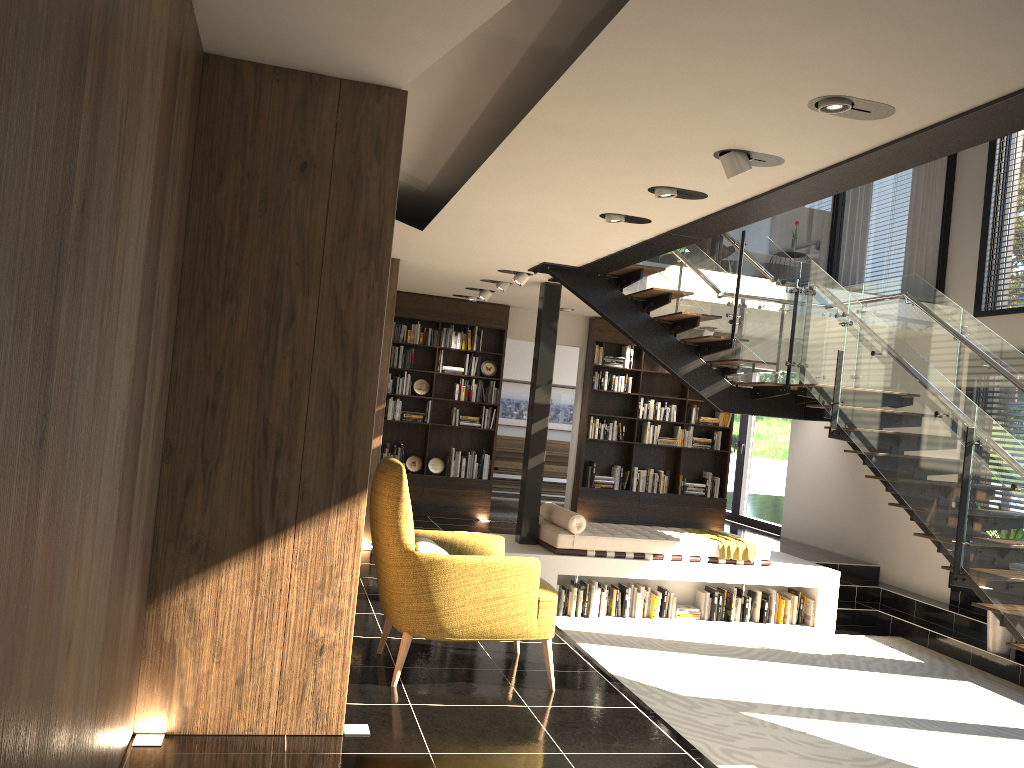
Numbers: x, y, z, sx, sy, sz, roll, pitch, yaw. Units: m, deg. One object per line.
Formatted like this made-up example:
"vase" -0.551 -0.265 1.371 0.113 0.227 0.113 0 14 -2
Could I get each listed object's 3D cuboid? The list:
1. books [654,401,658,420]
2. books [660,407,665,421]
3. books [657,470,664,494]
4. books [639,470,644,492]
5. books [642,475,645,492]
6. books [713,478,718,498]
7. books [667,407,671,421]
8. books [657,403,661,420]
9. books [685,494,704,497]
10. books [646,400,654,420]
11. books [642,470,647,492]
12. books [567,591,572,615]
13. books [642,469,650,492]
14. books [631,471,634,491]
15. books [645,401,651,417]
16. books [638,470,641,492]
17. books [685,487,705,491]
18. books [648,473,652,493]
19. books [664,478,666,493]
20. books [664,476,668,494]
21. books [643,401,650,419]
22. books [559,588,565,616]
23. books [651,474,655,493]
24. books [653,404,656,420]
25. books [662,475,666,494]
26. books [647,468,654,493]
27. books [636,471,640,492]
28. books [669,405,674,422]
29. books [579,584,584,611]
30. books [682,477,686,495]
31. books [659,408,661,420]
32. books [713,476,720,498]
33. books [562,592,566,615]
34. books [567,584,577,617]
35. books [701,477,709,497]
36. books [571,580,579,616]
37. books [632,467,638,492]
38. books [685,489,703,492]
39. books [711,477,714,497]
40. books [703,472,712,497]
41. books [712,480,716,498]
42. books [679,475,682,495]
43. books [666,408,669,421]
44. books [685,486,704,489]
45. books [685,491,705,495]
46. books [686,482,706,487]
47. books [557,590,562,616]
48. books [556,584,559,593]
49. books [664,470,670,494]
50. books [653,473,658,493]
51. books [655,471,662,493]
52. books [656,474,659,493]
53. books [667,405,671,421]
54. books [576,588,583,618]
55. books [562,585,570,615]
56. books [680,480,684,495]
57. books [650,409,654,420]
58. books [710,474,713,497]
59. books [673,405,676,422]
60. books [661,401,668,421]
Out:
"books" 1.870 0.349 11.646 0.030 0.244 0.142 6 -1 -14
"books" 1.948 0.394 11.679 0.047 0.171 0.167 6 -1 -14
"books" 1.937 1.285 11.663 0.025 0.294 0.177 6 -1 -14
"books" 1.664 1.265 11.580 0.030 0.276 0.160 6 -1 -14
"books" 1.685 1.298 11.597 0.025 0.214 0.170 6 -1 -14
"books" 2.684 1.385 11.852 0.023 0.254 0.191 6 -1 -14
"books" 2.041 0.396 11.698 0.024 0.187 0.148 6 -1 -14
"books" 1.900 0.358 11.642 0.028 0.231 0.167 6 -1 -14
"books" 2.391 1.469 11.795 0.273 0.025 0.156 6 -2 -17
"books" 1.799 0.334 11.623 0.028 0.258 0.208 6 -1 -14
"books" 1.712 1.268 11.615 0.031 0.280 0.141 6 -1 -14
"books" 0.524 2.071 8.424 0.020 0.225 0.156 6 -1 -14
"books" 1.744 1.263 11.622 0.032 0.298 0.169 6 -1 -14
"books" 1.543 1.259 11.581 0.026 0.263 0.156 6 -1 -14
"books" 1.771 0.341 11.622 0.027 0.239 0.153 6 -1 -14
"books" 1.631 1.263 11.598 0.025 0.274 0.150 6 -1 -14
"books" 2.401 1.388 11.786 0.263 0.024 0.167 6 -2 -19
"books" 1.775 1.287 11.605 0.025 0.255 0.202 6 -1 -14
"books" 1.983 1.327 11.682 0.026 0.221 0.145 6 -1 -14
"books" 2.008 1.327 11.688 0.026 0.227 0.129 6 -1 -14
"books" 1.746 0.344 11.607 0.027 0.228 0.208 6 -1 -14
"books" 0.451 2.055 8.380 0.027 0.241 0.150 6 -1 -14
"books" 1.827 1.297 11.625 0.023 0.246 0.149 6 -1 -14
"books" 1.840 0.365 11.653 0.021 0.206 0.147 6 -1 -14
"books" 1.964 1.310 11.656 0.028 0.250 0.162 6 -1 -14
"books" 1.800 1.265 11.631 0.032 0.305 0.155 6 -1 -14
"books" 1.609 1.266 11.573 0.030 0.262 0.173 6 -1 -14
"books" 2.093 0.385 11.719 0.024 0.220 0.148 6 -1 -14
"books" 0.638 2.056 8.446 0.028 0.279 0.120 6 -1 -14
"books" 2.250 1.346 11.732 0.026 0.238 0.159 6 -1 -14
"books" 1.916 0.388 11.669 0.021 0.176 0.161 6 -1 -14
"books" 2.710 1.377 11.852 0.025 0.274 0.204 6 -1 -14
"books" 0.470 2.072 8.414 0.029 0.211 0.130 6 -1 -14
"books" 0.560 2.050 8.402 0.035 0.273 0.200 6 -1 -14
"books" 2.563 1.375 11.819 0.026 0.246 0.149 6 -1 -14
"books" 0.586 2.033 8.436 0.029 0.314 0.163 6 -1 -14
"books" 1.583 1.238 11.556 0.035 0.312 0.160 6 -1 -14
"books" 2.396 1.413 11.799 0.250 0.026 0.148 6 -2 -18
"books" 2.639 1.373 11.852 0.023 0.267 0.147 6 -1 -14
"books" 2.593 1.339 11.828 0.030 0.326 0.195 6 -1 -14
"books" 2.660 1.392 11.854 0.022 0.234 0.178 6 -1 -14
"books" 2.197 1.328 11.741 0.024 0.263 0.174 6 -1 -14
"books" 2.019 0.398 11.682 0.027 0.179 0.164 6 -1 -14
"books" 2.401 1.364 11.798 0.251 0.026 0.148 6 -2 -19
"books" 2.396 1.441 11.788 0.286 0.030 0.176 6 -2 -16
"books" 2.407 1.336 11.784 0.288 0.030 0.175 6 -2 -10
"books" 0.427 2.058 8.371 0.024 0.229 0.171 6 -1 -14
"books" 0.403 2.027 8.379 0.024 0.286 0.130 6 -1 -14
"books" 2.033 1.289 11.705 0.022 0.307 0.131 6 -1 -14
"books" 1.853 1.296 11.639 0.034 0.255 0.194 6 -1 -14
"books" 1.913 1.289 11.650 0.028 0.280 0.154 6 -1 -14
"books" 1.882 1.301 11.649 0.029 0.250 0.142 6 -1 -14
"books" 2.061 0.388 11.731 0.030 0.208 0.119 6 -1 -14
"books" 0.619 2.066 8.408 0.027 0.254 0.204 6 -1 -14
"books" 0.500 2.053 8.425 0.030 0.256 0.145 6 -1 -14
"books" 2.221 1.363 11.733 0.025 0.199 0.149 6 -1 -14
"books" 1.817 0.365 11.650 0.026 0.201 0.146 6 -1 -14
"books" 2.619 1.349 11.836 0.027 0.311 0.148 6 -1 -14
"books" 2.126 0.389 11.730 0.046 0.219 0.145 6 -1 -14
"books" 1.993 0.352 11.681 0.032 0.265 0.149 6 -1 -14
